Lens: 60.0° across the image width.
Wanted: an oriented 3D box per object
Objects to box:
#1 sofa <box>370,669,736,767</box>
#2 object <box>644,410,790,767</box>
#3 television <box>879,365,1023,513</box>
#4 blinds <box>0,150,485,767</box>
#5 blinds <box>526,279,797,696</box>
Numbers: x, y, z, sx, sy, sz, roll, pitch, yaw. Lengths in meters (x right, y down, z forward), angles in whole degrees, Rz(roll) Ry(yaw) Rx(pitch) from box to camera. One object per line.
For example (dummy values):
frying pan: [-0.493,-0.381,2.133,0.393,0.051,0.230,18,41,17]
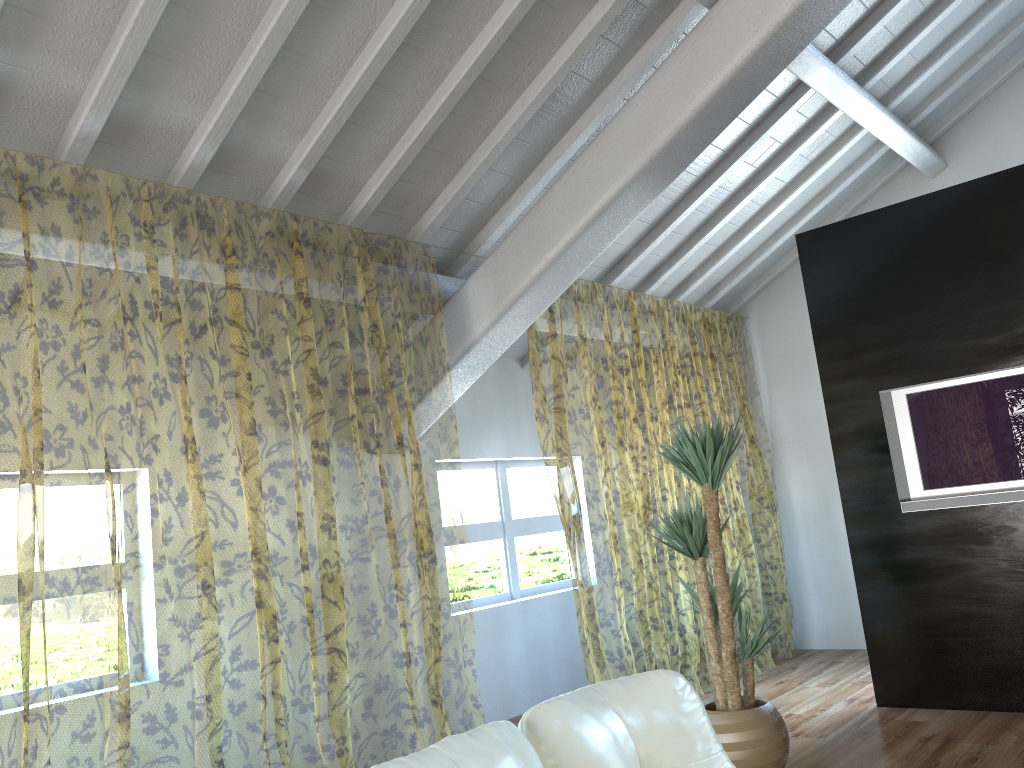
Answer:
sofa: [-0.142,0.917,0.805,1.359,0.805,3.047,-10,-10,19]
object: [0.902,0.922,3.978,0.564,1.586,0.588,-4,-9,-17]
television: [2.491,0.227,4.227,1.336,0.639,0.044,-14,-12,39]
blinds: [-1.379,0.495,2.866,0.306,2.546,3.505,-14,-12,39]
blinds: [1.066,0.665,5.729,0.306,2.546,2.780,-14,-12,39]
